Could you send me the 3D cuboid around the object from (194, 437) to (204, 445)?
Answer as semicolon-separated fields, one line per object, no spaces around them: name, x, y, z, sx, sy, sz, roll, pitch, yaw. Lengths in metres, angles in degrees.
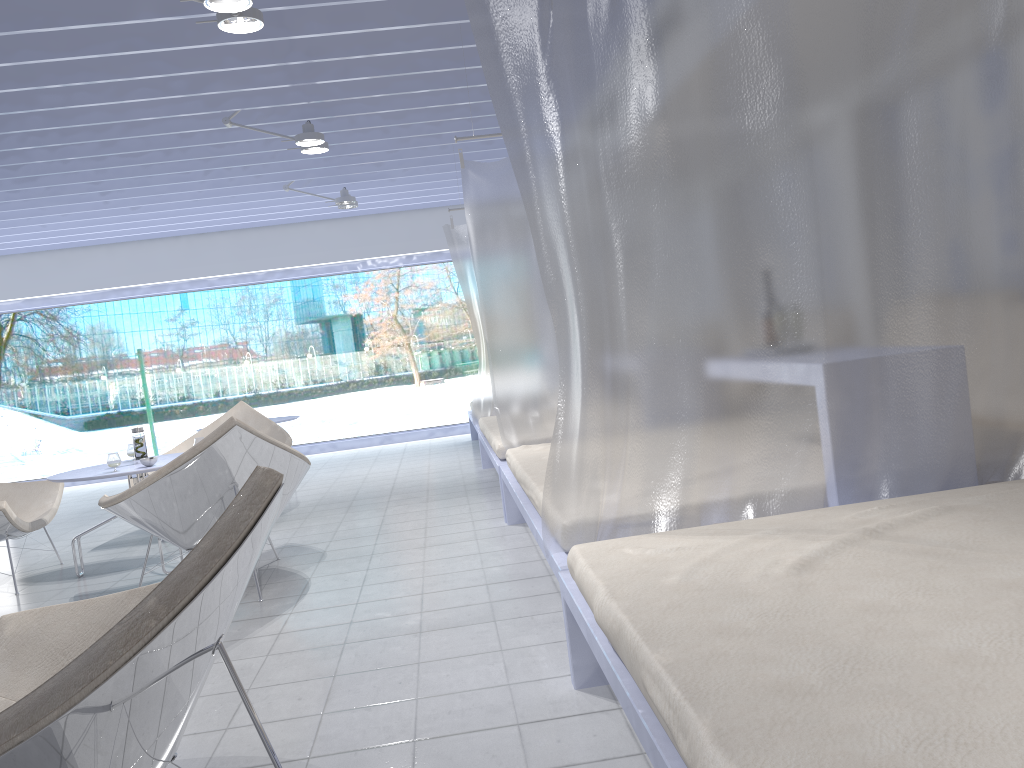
object;-1.642;0.327;4.674;0.068;0.091;0.068;-8;3;-12

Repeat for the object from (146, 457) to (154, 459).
object;-1.768;0.363;4.324;0.012;0.016;0.098;-9;3;-38

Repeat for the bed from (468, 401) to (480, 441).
bed;0.659;0.266;7.930;2.022;0.422;2.200;-7;3;-5

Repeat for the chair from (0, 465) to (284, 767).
chair;-0.706;0.554;1.509;0.753;0.759;0.906;-7;3;-1

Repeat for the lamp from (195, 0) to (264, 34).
lamp;-1.240;-1.441;3.244;0.587;0.218;0.380;-7;3;-5

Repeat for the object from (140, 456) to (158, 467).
object;-1.781;0.384;4.352;0.082;0.043;0.082;-9;3;-36

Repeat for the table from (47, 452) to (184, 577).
table;-1.919;0.681;4.611;0.825;0.534;0.823;-8;3;-14

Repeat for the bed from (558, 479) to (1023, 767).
bed;1.219;0.490;1.331;2.016;0.427;2.200;-7;3;-5

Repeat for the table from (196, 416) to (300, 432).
table;-2.138;0.586;7.325;0.825;0.534;0.823;-5;3;42

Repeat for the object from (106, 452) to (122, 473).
object;-1.928;0.380;4.297;0.068;0.091;0.068;-6;3;24

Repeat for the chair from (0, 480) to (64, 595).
chair;-2.840;0.683;4.576;0.753;0.759;0.906;-8;3;-9

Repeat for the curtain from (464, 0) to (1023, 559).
curtain;0.963;-0.426;2.390;2.050;1.552;0.151;-7;3;-5

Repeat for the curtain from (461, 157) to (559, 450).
curtain;0.814;-0.485;4.584;1.998;1.559;0.125;-7;3;-6

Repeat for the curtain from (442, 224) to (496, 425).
curtain;0.579;-0.575;6.789;2.050;1.552;0.151;-7;3;-5

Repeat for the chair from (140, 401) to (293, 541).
chair;-1.790;0.506;5.607;0.906;0.759;0.753;-7;3;6

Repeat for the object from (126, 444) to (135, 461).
object;-2.072;0.373;4.850;0.068;0.091;0.068;-6;3;18

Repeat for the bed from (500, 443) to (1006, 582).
bed;1.043;0.416;3.533;2.022;0.422;2.200;-7;3;-5

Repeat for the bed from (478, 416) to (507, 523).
bed;0.835;0.341;5.728;2.016;0.427;2.200;-7;3;-5

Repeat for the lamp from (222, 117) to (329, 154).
lamp;-1.422;-1.511;5.325;0.587;0.218;0.380;-7;3;-5

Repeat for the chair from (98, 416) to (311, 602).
chair;-1.276;0.518;3.893;0.906;0.759;0.753;-9;3;-35

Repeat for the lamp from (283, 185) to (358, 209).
lamp;-1.605;-1.582;7.425;0.587;0.218;0.380;-7;3;-5

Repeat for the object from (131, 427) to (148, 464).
object;-1.940;0.318;4.621;0.075;0.189;0.075;-8;3;-13
